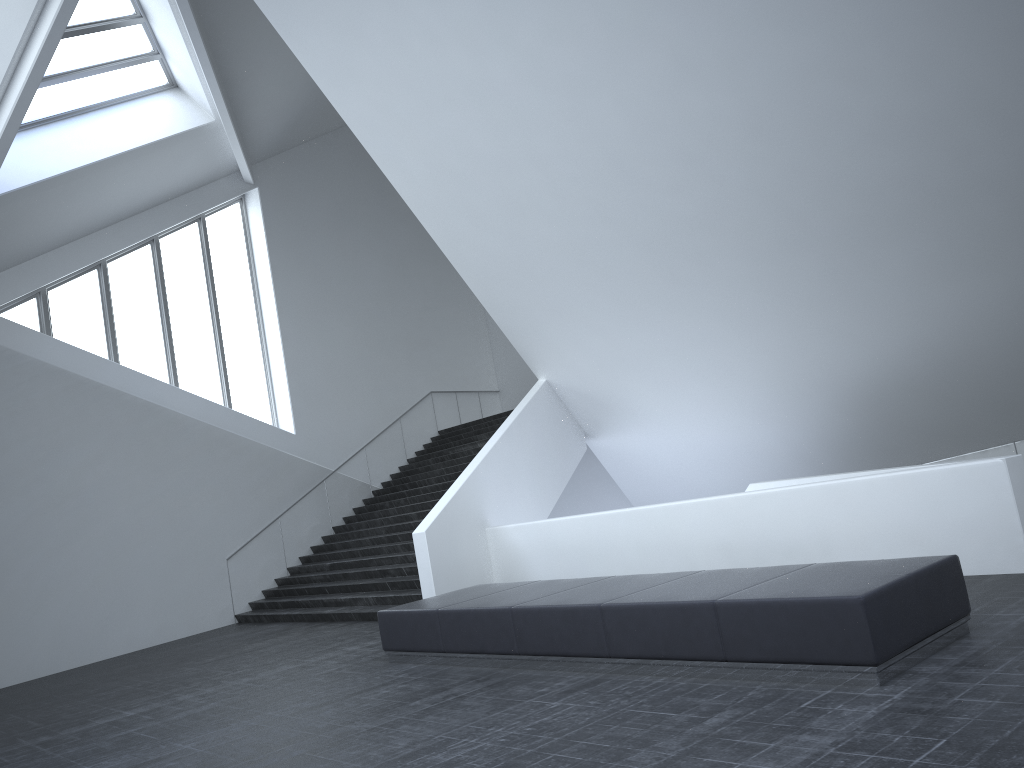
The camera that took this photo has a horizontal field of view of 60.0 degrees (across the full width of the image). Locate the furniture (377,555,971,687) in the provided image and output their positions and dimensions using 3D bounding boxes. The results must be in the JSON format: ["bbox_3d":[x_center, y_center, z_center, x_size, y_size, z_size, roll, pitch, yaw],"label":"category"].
[{"bbox_3d":[0.954,2.166,8.148,1.488,0.580,5.742,-4,-9,-42],"label":"furniture"}]
